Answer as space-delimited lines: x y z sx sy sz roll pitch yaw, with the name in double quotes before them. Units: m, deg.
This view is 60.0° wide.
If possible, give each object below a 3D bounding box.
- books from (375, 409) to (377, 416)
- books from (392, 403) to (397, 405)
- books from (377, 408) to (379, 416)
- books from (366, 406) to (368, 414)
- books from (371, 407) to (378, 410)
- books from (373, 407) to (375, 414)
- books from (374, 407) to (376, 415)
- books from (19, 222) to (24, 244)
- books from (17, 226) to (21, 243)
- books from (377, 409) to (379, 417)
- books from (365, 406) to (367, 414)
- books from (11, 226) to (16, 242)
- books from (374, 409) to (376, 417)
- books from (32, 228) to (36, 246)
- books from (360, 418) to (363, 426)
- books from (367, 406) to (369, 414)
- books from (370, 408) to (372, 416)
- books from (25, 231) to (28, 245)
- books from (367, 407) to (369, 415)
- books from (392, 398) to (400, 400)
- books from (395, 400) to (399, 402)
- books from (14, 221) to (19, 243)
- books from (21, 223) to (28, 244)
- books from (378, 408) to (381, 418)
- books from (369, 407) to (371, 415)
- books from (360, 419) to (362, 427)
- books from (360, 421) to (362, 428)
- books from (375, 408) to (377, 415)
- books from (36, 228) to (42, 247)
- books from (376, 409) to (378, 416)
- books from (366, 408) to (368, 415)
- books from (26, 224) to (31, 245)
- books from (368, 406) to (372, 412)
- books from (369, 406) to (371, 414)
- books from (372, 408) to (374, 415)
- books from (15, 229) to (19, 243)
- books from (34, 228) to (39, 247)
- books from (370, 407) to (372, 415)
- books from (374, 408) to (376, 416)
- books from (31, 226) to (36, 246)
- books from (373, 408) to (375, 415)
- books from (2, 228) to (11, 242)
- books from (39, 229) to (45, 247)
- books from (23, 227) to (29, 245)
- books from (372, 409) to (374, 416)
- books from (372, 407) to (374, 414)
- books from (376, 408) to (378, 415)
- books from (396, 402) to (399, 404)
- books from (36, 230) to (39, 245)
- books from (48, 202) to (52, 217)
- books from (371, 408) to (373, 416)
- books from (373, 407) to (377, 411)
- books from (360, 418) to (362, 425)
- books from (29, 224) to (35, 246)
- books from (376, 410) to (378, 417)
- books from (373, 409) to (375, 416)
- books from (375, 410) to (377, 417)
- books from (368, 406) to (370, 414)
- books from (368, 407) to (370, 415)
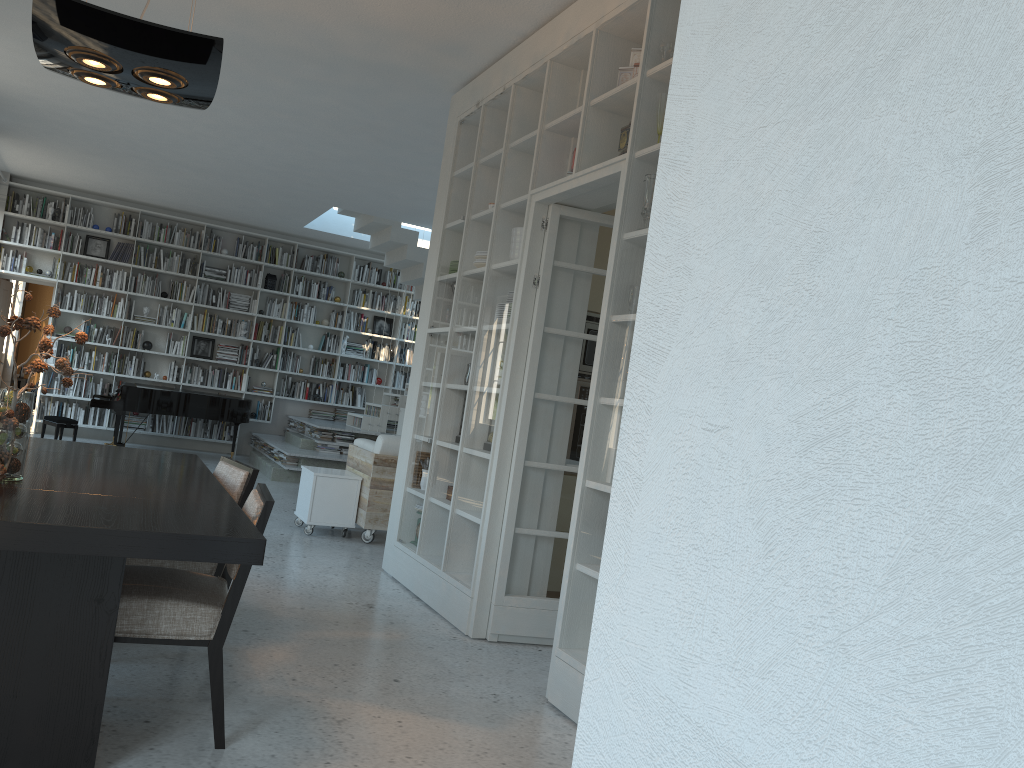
"books" -1.782 0.391 12.008 0.125 0.125 0.009 9 -1 -24
"books" -1.581 0.297 12.562 0.158 0.009 0.216 9 -2 -31
"books" -1.743 0.394 11.923 0.125 0.125 0.010 9 -1 -24
"books" -1.974 0.377 12.437 0.125 0.125 0.012 9 -1 -24
"books" -1.882 0.384 12.231 0.125 0.125 0.009 9 -1 -24
"books" -1.829 0.388 12.114 0.125 0.125 0.008 9 -1 -24
"books" -1.808 0.389 12.067 0.125 0.125 0.016 9 -1 -24
"books" -6.311 -1.927 11.417 0.023 0.282 0.186 9 -1 -24
"books" -6.337 -1.903 11.411 0.023 0.228 0.171 9 -1 -24
"books" -1.740 0.394 11.915 0.125 0.125 0.008 9 -1 -24
"books" -1.996 0.375 12.487 0.125 0.125 0.008 9 -1 -24
"books" -6.400 -1.908 11.395 0.034 0.218 0.166 9 -1 -24
"books" -1.799 0.390 12.046 0.125 0.125 0.009 9 -1 -24
"books" -6.180 -1.889 11.484 0.012 0.249 0.192 9 -1 -24
"books" -1.996 0.538 12.068 0.125 0.125 0.007 9 -1 -24
"books" -1.953 0.378 12.391 0.125 0.125 0.008 9 -1 -24
"books" -1.885 0.383 12.239 0.125 0.125 0.010 9 -1 -24
"books" -6.259 -1.881 11.455 0.010 0.208 0.165 9 -1 -24
"books" -1.950 0.379 12.383 0.125 0.125 0.010 9 -1 -24
"books" -1.583 0.220 12.557 0.198 0.006 0.188 9 -2 -28
"books" -1.564 0.246 12.567 0.140 0.022 0.181 9 -2 -31
"books" -6.375 -1.944 11.408 0.012 0.296 0.162 9 -1 -24
"books" -6.297 -1.927 11.448 0.028 0.288 0.132 9 -1 -24
"books" -1.723 0.396 11.878 0.125 0.125 0.011 9 -1 -24
"books" -1.909 0.382 12.291 0.125 0.125 0.007 9 -1 -24
"books" -1.993 0.538 12.061 0.125 0.125 0.008 9 -1 -24
"books" -1.989 0.538 12.054 0.125 0.125 0.008 9 -1 -24
"books" -1.787 0.391 12.021 0.125 0.125 0.018 9 -1 -24
"books" -6.133 -1.887 11.504 0.025 0.261 0.167 9 -1 -24
"books" -1.761 0.393 11.962 0.125 0.125 0.007 9 -1 -24
"books" -1.969 0.377 12.427 0.125 0.125 0.008 9 -1 -24
"books" -6.233 -1.916 11.447 0.021 0.286 0.179 9 -1 -24
"books" -1.937 0.379 12.356 0.125 0.125 0.007 9 -1 -24
"books" -1.912 0.381 12.298 0.125 0.125 0.008 9 -1 -24
"books" -1.844 0.386 12.148 0.125 0.125 0.008 9 -1 -24
"books" -6.371 -1.890 11.425 0.024 0.192 0.138 9 -1 -24
"books" -6.166 -1.884 11.491 0.022 0.244 0.173 9 -1 -24
"books" -1.890 0.383 12.249 0.125 0.125 0.012 9 -1 -24
"books" -1.802 0.390 12.054 0.125 0.125 0.013 9 -1 -24
"books" -6.190 -1.900 11.480 0.013 0.268 0.162 9 -1 -24
"books" -1.825 0.388 12.105 0.125 0.125 0.013 9 -1 -24
"books" -6.478 -1.899 11.373 0.121 0.175 0.129 9 -1 -24
"books" -6.109 -1.878 11.515 0.030 0.251 0.165 9 -1 -24
"books" -6.277 -1.899 11.457 0.024 0.239 0.155 9 -1 -24
"books" -1.841 0.387 12.142 0.125 0.125 0.008 9 -1 -24
"books" -1.848 0.386 12.155 0.125 0.125 0.008 9 -1 -24
"books" -1.764 0.392 11.970 0.125 0.125 0.009 9 -1 -24
"books" -1.492 0.280 12.356 0.184 0.013 0.225 9 -2 -27
"books" -6.164 -1.876 11.524 0.011 0.231 0.135 9 -1 -24
"books" -6.011 -2.231 11.543 0.025 0.243 0.167 9 -1 -24
"books" -1.865 0.385 12.193 0.125 0.125 0.010 9 -1 -24
"books" -1.838 0.387 12.135 0.125 0.125 0.008 9 -1 -24
"books" -1.999 0.538 12.075 0.125 0.125 0.008 9 -1 -24
"books" -6.215 -1.916 11.477 0.037 0.291 0.155 9 -1 -24
"books" -1.758 0.393 11.956 0.125 0.125 0.007 9 -1 -24
"books" -1.821 0.388 12.096 0.125 0.125 0.009 9 -1 -24
"books" -1.778 0.391 12.000 0.125 0.125 0.007 9 -1 -24
"books" -1.931 0.380 12.341 0.125 0.125 0.009 9 -1 -24
"books" -1.927 0.380 12.333 0.125 0.125 0.007 9 -1 -24
